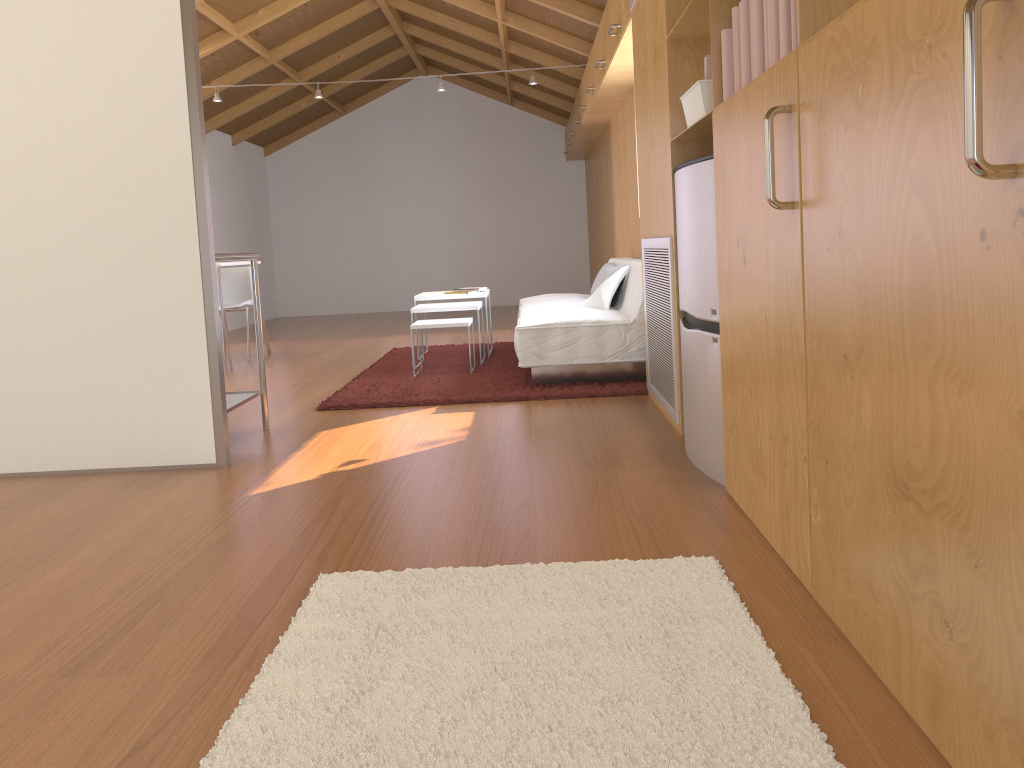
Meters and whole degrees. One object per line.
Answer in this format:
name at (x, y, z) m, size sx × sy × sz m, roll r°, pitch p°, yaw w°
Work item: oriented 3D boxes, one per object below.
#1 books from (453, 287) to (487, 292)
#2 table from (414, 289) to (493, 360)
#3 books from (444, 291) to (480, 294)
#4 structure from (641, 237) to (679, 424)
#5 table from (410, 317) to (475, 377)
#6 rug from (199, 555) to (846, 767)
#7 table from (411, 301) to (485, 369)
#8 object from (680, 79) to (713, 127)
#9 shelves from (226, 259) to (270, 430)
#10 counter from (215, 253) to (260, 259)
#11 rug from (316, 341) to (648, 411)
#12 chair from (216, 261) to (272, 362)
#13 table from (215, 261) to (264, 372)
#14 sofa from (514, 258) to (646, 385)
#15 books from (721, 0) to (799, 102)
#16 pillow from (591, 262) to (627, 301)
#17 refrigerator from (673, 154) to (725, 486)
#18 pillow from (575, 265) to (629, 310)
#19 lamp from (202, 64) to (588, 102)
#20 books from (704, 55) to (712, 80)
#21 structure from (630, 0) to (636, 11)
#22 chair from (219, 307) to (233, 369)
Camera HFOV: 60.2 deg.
books at (-0.286, -0.652, 6.092) m, size 0.193 × 0.016 × 0.154 m, roll 0°, pitch 9°, yaw 21°
table at (-0.399, -0.424, 6.197) m, size 0.485 × 0.435 × 0.529 m, roll -3°, pitch 7°, yaw 1°
books at (-0.339, -0.624, 6.026) m, size 0.193 × 0.016 × 0.154 m, roll 2°, pitch 10°, yaw 31°
structure at (0.629, -0.265, 3.793) m, size 0.013 × 0.716 × 0.826 m, roll -3°, pitch 7°, yaw 1°
table at (-0.411, -0.226, 5.342) m, size 0.342 × 0.306 × 0.372 m, roll -3°, pitch 7°, yaw 1°
rug at (-0.021, 0.720, 0.209) m, size 0.916 × 0.011 × 3.752 m, roll -3°, pitch 9°, yaw 1°
table at (-0.406, -0.325, 5.739) m, size 0.424 × 0.381 × 0.462 m, roll -3°, pitch 7°, yaw 1°
object at (0.682, -0.909, 2.896) m, size 0.203 × 0.122 × 0.353 m, roll -3°, pitch 8°, yaw 1°
shelves at (-2.141, -0.073, 3.604) m, size 2.092 × 0.748 × 0.637 m, roll -3°, pitch 6°, yaw 1°
counter at (-2.162, -0.464, 3.575) m, size 2.109 × 0.021 × 0.655 m, roll -3°, pitch 9°, yaw 1°
rug at (0.016, -0.110, 5.542) m, size 1.885 × 0.020 × 2.501 m, roll -3°, pitch 9°, yaw 1°
chair at (-2.227, -0.585, 6.836) m, size 0.531 × 0.781 × 0.551 m, roll -3°, pitch 6°, yaw 1°
table at (-2.541, -0.489, 6.456) m, size 1.209 × 0.738 × 0.906 m, roll -3°, pitch 7°, yaw 1°
sofa at (0.456, -0.458, 5.618) m, size 0.862 × 0.624 × 2.374 m, roll -3°, pitch 8°, yaw 1°
books at (0.639, -0.869, 0.904) m, size 0.189 × 0.653 × 3.135 m, roll -3°, pitch 9°, yaw 1°
pillow at (0.633, -0.671, 5.880) m, size 0.171 × 0.250 × 1.050 m, roll -3°, pitch 9°, yaw 1°
refrigerator at (0.703, -0.237, 2.936) m, size 0.261 × 0.980 × 0.719 m, roll -3°, pitch 6°, yaw 1°
pillow at (0.544, -0.573, 5.259) m, size 0.268 × 0.250 × 0.347 m, roll -8°, pitch 9°, yaw -34°
lamp at (-1.318, -2.339, 6.944) m, size 3.827 × 0.152 × 0.073 m, roll -3°, pitch 5°, yaw 1°
books at (0.680, -0.931, 2.769) m, size 0.150 × 0.191 × 0.089 m, roll -3°, pitch 5°, yaw 1°
structure at (0.547, -1.832, 3.699) m, size 0.013 × 0.298 × 0.910 m, roll -3°, pitch 8°, yaw 1°
chair at (-2.244, -0.444, 5.931) m, size 0.531 × 0.781 × 0.551 m, roll -3°, pitch 6°, yaw 1°
